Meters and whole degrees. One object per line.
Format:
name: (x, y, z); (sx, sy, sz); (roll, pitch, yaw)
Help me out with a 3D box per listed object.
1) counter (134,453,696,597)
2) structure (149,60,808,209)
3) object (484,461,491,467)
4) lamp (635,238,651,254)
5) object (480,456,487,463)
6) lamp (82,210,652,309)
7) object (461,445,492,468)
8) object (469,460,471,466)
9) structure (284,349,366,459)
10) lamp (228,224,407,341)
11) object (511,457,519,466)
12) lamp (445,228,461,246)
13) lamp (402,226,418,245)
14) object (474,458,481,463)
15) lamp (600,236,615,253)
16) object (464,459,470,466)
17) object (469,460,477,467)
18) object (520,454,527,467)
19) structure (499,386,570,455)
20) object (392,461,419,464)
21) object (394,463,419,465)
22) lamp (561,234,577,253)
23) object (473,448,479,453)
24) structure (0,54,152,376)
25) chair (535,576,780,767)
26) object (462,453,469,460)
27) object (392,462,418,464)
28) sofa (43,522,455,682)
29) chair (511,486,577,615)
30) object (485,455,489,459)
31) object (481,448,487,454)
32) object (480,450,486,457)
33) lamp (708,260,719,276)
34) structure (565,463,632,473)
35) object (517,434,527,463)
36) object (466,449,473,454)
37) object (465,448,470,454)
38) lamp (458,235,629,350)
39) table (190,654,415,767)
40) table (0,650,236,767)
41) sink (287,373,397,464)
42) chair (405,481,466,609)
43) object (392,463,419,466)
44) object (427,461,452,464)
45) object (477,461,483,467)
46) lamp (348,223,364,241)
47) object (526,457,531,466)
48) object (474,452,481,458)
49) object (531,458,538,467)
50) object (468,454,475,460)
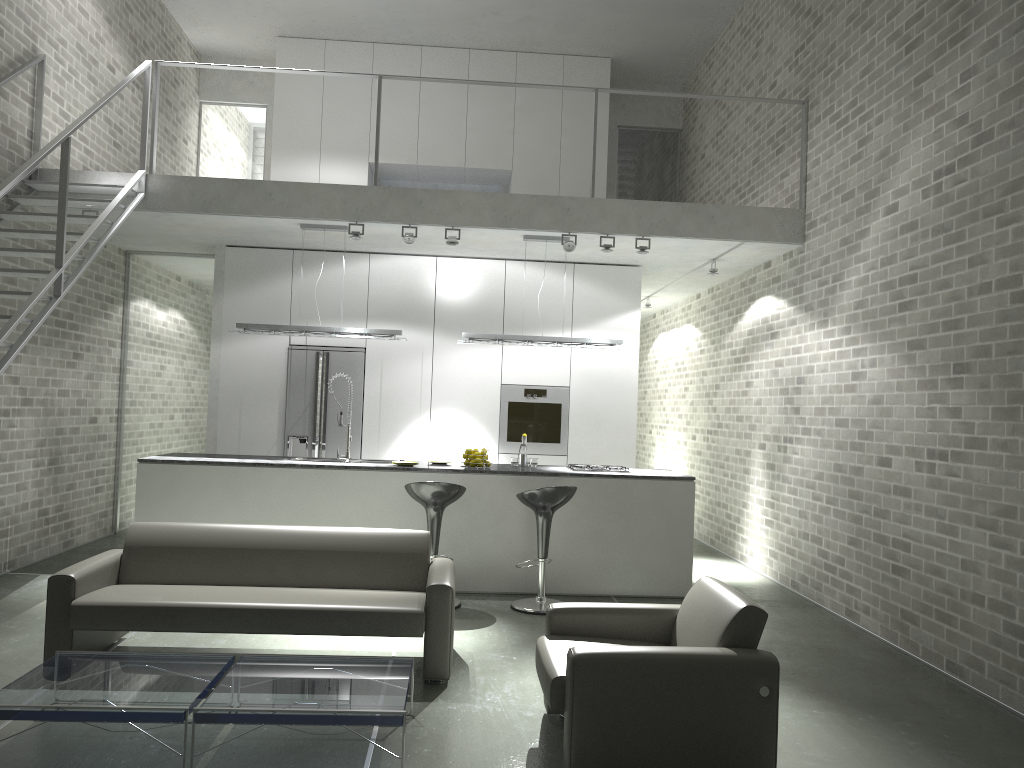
counter: (-0.758, 1.156, 7.449); (4.400, 0.960, 0.900); (2, -2, -4)
structure: (-0.215, -2.088, 7.554); (5.560, 0.972, 0.070); (2, -2, -4)
object: (-0.202, 0.665, 7.388); (0.053, 0.052, 0.062); (1, -2, 26)
lamp: (1.122, -1.184, 7.611); (0.109, 0.135, 0.109); (1, -2, 44)
object: (-0.239, 0.627, 7.345); (0.061, 0.055, 0.051); (3, -2, -34)
lamp: (-0.856, -1.208, 9.425); (6.854, 0.136, 0.110); (3, -2, -39)
object: (-0.292, 0.604, 7.385); (0.207, 0.174, 0.189); (1, -2, 41)
object: (-0.351, 0.660, 7.418); (0.061, 0.053, 0.053); (1, -2, 29)
structure: (-1.885, 0.622, 8.859); (0.743, 1.900, 0.160); (2, -2, -4)
lamp: (-1.645, -0.891, 7.691); (1.490, 0.964, 0.290); (2, -2, -4)
object: (0.027, 0.678, 7.739); (0.063, 0.070, 0.064); (1, -2, 34)
lamp: (-0.504, -1.241, 7.517); (0.115, 0.151, 0.115); (1, -2, 39)
lamp: (-0.865, -1.256, 7.473); (0.115, 0.151, 0.115); (1, -2, 39)
object: (-0.282, 0.631, 7.291); (0.061, 0.054, 0.052); (3, -2, -37)
lamp: (0.816, -1.197, 7.591); (0.109, 0.135, 0.109); (1, -2, 44)
object: (-0.371, 0.651, 7.364); (0.060, 0.057, 0.052); (3, -2, -12)
object: (-0.319, 0.658, 7.333); (0.064, 0.063, 0.074); (2, -2, 7)
object: (0.100, 0.660, 7.653); (0.060, 0.106, 0.060); (2, -2, -10)
structure: (0.228, 0.368, 8.976); (0.692, 0.680, 0.036); (2, -2, -4)
object: (-0.865, 0.642, 7.199); (0.216, 0.017, 0.217); (1, -2, 29)
object: (-0.865, 0.651, 7.199); (0.216, 0.017, 0.217); (1, -2, 29)
lamp: (0.488, -1.200, 7.553); (0.131, 0.154, 0.098); (2, -2, -4)
object: (-0.301, 0.561, 7.384); (0.051, 0.053, 0.063); (3, -2, -12)
structure: (-3.375, -0.633, 5.097); (0.902, 4.246, 4.345); (2, -2, -4)
chair: (0.575, 1.248, 3.919); (0.910, 0.717, 0.963); (2, -2, -4)
object: (-0.385, 0.604, 7.378); (0.053, 0.051, 0.063); (4, -2, -45)
object: (-0.865, 0.646, 7.199); (0.216, 0.017, 0.217); (1, -2, 29)
sofa: (-1.381, 1.205, 5.004); (2.114, 0.717, 0.902); (2, -2, -4)
chair: (0.238, 1.204, 6.602); (0.457, 0.931, 0.464); (3, -2, -23)
object: (-0.222, 0.615, 7.403); (0.053, 0.054, 0.061); (1, -2, 32)
object: (-0.233, 0.566, 7.420); (0.050, 0.060, 0.059); (3, -2, -14)
object: (-0.239, 0.577, 7.353); (0.051, 0.053, 0.063); (2, -2, -1)
lamp: (1.958, -1.126, 8.621); (0.109, 0.132, 0.109); (1, -2, 38)
structure: (0.729, 0.716, 7.554); (0.500, 0.038, 0.500); (2, -2, -4)
object: (0.110, 0.570, 7.669); (0.101, 0.288, 0.088); (1, -2, 26)
object: (-0.351, 0.561, 7.352); (0.063, 0.051, 0.053); (1, -2, 34)
object: (-0.367, 0.566, 7.403); (0.052, 0.060, 0.057); (3, -2, -26)
lamp: (0.285, -0.815, 7.815); (1.490, 0.964, 0.290); (2, -2, -4)
table: (-0.854, 1.415, 3.827); (0.820, 0.270, 0.800); (2, -2, -4)
table: (-1.690, 1.382, 3.774); (0.820, 0.270, 0.800); (2, -2, -4)
sink: (-1.401, 0.424, 7.539); (0.987, 1.023, 0.546); (2, -2, -4)
chair: (-0.581, 1.173, 6.583); (0.457, 0.931, 0.464); (2, -2, 10)
object: (-0.866, 0.656, 7.199); (0.216, 0.017, 0.217); (1, -2, 29)
object: (-0.623, 0.677, 7.621); (0.216, 0.017, 0.217); (2, -2, 22)
object: (-0.262, 0.661, 7.324); (0.051, 0.053, 0.063); (2, -2, -6)
lamp: (-1.309, -1.281, 7.452); (0.109, 0.136, 0.109); (1, -2, 38)
object: (0.129, 0.684, 7.820); (0.063, 0.070, 0.064); (1, -2, 34)
object: (-0.286, 0.586, 7.318); (0.061, 0.052, 0.053); (2, -2, -1)
object: (0.195, 0.685, 7.754); (0.064, 0.070, 0.063); (2, -2, 4)
object: (-0.334, 0.606, 7.344); (0.062, 0.053, 0.052); (4, -2, -42)
